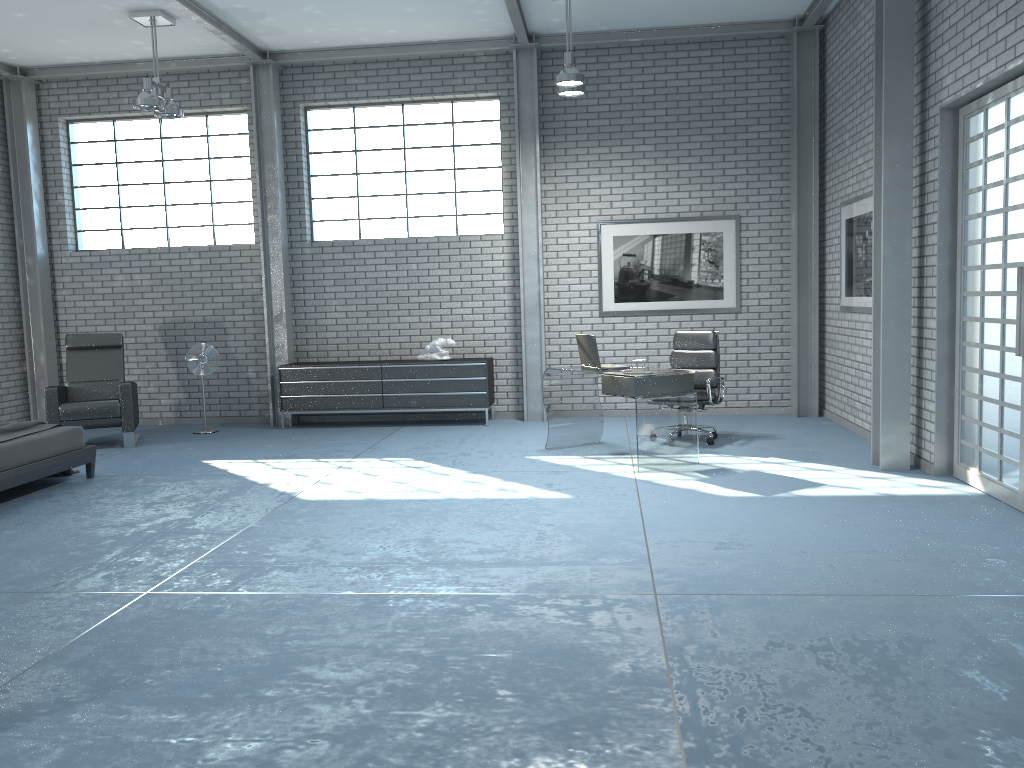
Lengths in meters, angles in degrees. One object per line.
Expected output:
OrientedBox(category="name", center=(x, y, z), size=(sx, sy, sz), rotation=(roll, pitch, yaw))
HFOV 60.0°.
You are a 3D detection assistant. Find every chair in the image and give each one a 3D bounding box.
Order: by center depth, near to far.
OrientedBox(category="chair", center=(1.523, 0.025, 7.852), size=(0.614, 0.977, 0.629), rotation=(2, 7, 36))
OrientedBox(category="chair", center=(-4.151, 0.052, 8.813), size=(0.763, 1.099, 0.940), rotation=(-4, 6, -19))

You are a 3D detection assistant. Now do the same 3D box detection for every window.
OrientedBox(category="window", center=(-1.176, -2.351, 9.817), size=(2.200, 1.500, 0.100), rotation=(-1, 6, 6))
OrientedBox(category="window", center=(-3.960, -2.291, 10.112), size=(2.200, 1.500, 0.100), rotation=(-1, 6, 6))

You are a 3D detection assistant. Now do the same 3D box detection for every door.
OrientedBox(category="door", center=(2.921, -0.505, 4.927), size=(0.300, 2.500, 2.200), rotation=(-1, 6, 6))

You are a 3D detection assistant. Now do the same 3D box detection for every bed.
OrientedBox(category="bed", center=(-4.520, 0.529, 6.296), size=(2.261, 0.674, 2.290), rotation=(-1, 6, 6))

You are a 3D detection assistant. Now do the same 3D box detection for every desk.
OrientedBox(category="desk", center=(0.856, 0.233, 7.263), size=(0.593, 0.718, 1.358), rotation=(-5, 6, -29))

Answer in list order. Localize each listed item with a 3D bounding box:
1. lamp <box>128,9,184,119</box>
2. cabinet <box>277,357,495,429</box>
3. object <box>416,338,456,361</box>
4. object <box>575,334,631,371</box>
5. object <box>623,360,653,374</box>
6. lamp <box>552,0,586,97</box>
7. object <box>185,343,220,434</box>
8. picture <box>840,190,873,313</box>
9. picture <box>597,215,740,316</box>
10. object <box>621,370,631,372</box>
OrientedBox(category="lamp", center=(-3.277, -2.944, 8.158), size=(0.300, 0.872, 0.639), rotation=(-1, 6, 6))
OrientedBox(category="cabinet", center=(-1.338, 0.098, 9.584), size=(2.250, 0.682, 0.510), rotation=(-1, 6, 6))
OrientedBox(category="object", center=(-0.811, -0.373, 9.480), size=(0.496, 0.244, 0.151), rotation=(1, 6, 31))
OrientedBox(category="object", center=(0.744, -0.270, 7.268), size=(0.320, 0.288, 0.380), rotation=(-4, 6, -19))
OrientedBox(category="object", center=(0.954, -0.130, 6.713), size=(0.200, 0.102, 0.100), rotation=(1, 6, 30))
OrientedBox(category="lamp", center=(0.501, -3.026, 7.757), size=(0.300, 0.872, 0.639), rotation=(-1, 6, 6))
OrientedBox(category="object", center=(-3.274, 0.041, 9.396), size=(0.342, 0.954, 0.258), rotation=(-5, 6, -28))
OrientedBox(category="picture", center=(3.036, -1.126, 7.654), size=(0.020, 1.015, 1.490), rotation=(-1, 6, 6))
OrientedBox(category="picture", center=(1.659, -1.252, 9.419), size=(1.490, 1.015, 0.020), rotation=(-1, 6, 6))
OrientedBox(category="object", center=(0.892, -0.104, 6.951), size=(0.044, 0.010, 0.107), rotation=(3, 7, 39))
